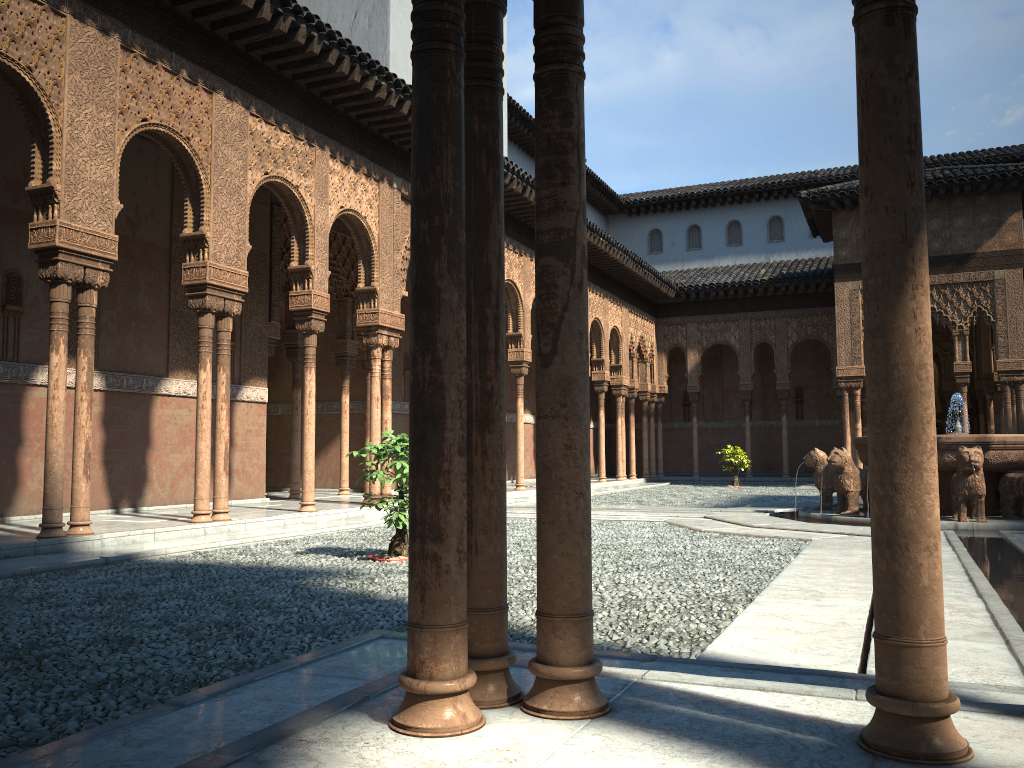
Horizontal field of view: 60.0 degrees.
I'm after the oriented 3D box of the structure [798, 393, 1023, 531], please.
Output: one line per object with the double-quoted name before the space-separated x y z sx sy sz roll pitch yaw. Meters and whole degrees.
"structure" 6.650 1.123 13.197 4.508 1.991 4.508 -2 -5 23
